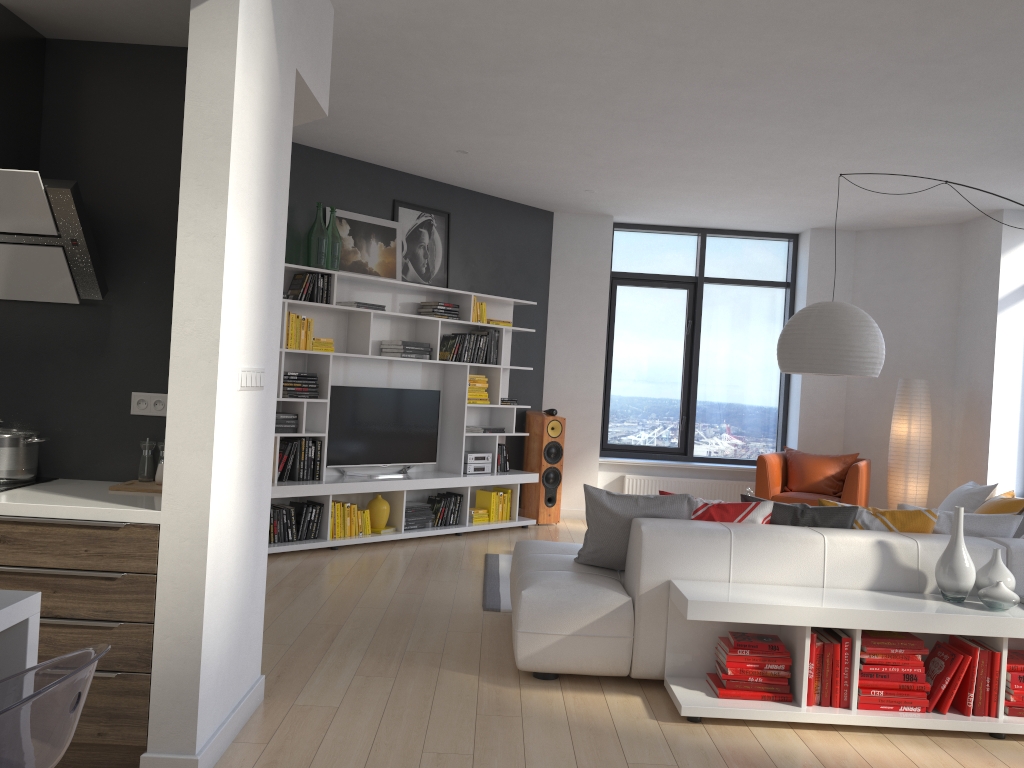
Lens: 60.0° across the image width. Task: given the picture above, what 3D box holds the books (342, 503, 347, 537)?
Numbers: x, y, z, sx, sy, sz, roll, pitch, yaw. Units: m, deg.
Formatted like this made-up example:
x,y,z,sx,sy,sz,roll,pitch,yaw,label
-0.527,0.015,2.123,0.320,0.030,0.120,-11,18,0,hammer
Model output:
x,y,z,sx,sy,sz,roll,pitch,yaw,label
-1.305,1.016,6.691,0.180,0.252,0.041,4,0,44,books

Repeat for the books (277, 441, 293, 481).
x,y,z,sx,sy,sz,roll,pitch,yaw,label
-1.721,0.556,6.435,0.232,0.284,0.142,4,0,44,books

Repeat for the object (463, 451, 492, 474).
x,y,z,sx,sy,sz,roll,pitch,yaw,label
-0.368,0.687,7.780,0.270,0.174,0.285,4,0,44,object

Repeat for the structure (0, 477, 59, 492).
x,y,z,sx,sy,sz,roll,pitch,yaw,label
-1.991,0.337,3.041,0.600,0.006,0.550,3,0,-1,structure

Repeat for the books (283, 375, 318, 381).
x,y,z,sx,sy,sz,roll,pitch,yaw,label
-1.605,-0.047,6.523,0.284,0.030,0.214,3,0,-37,books

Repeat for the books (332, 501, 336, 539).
x,y,z,sx,sy,sz,roll,pitch,yaw,label
-1.384,1.002,6.620,0.213,0.271,0.048,4,0,44,books

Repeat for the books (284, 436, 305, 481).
x,y,z,sx,sy,sz,roll,pitch,yaw,label
-1.609,0.547,6.534,0.237,0.314,0.034,4,0,44,books

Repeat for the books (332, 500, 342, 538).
x,y,z,sx,sy,sz,roll,pitch,yaw,label
-1.342,1.008,6.671,0.202,0.267,0.038,4,0,44,books

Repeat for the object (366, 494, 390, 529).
x,y,z,sx,sy,sz,roll,pitch,yaw,label
-1.053,0.998,6.965,0.185,0.257,0.185,3,0,22,object

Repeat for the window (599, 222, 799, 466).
x,y,z,sx,sy,sz,roll,pitch,yaw,label
1.895,-0.399,9.163,1.960,2.402,0.170,3,0,-1,window

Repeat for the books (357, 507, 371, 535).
x,y,z,sx,sy,sz,roll,pitch,yaw,label
-1.155,1.054,6.836,0.067,0.193,0.148,3,0,-45,books

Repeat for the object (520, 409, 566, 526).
x,y,z,sx,sy,sz,roll,pitch,yaw,label
0.263,0.765,8.374,0.290,1.088,0.434,3,0,-31,object

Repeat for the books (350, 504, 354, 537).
x,y,z,sx,sy,sz,roll,pitch,yaw,label
-1.259,1.025,6.725,0.169,0.240,0.043,4,0,43,books

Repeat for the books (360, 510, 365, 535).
x,y,z,sx,sy,sz,roll,pitch,yaw,label
-1.184,1.056,6.802,0.134,0.187,0.046,4,0,44,books

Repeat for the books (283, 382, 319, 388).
x,y,z,sx,sy,sz,roll,pitch,yaw,label
-1.594,0.005,6.504,0.284,0.030,0.214,3,0,-37,books

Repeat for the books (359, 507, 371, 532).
x,y,z,sx,sy,sz,roll,pitch,yaw,label
-1.144,1.054,6.860,0.149,0.193,0.046,4,0,45,books

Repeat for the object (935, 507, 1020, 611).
x,y,z,sx,sy,sz,roll,pitch,yaw,label
1.965,0.724,3.747,0.316,0.398,0.319,3,0,23,object

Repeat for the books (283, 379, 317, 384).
x,y,z,sx,sy,sz,roll,pitch,yaw,label
-1.596,-0.021,6.506,0.264,0.020,0.189,3,0,-42,books

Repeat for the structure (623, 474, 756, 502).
x,y,z,sx,sy,sz,roll,pitch,yaw,label
1.839,1.172,8.839,1.474,0.460,0.110,3,0,-1,structure

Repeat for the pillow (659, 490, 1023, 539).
x,y,z,sx,sy,sz,roll,pitch,yaw,label
1.816,0.803,4.352,2.250,0.449,0.575,3,0,-3,pillow

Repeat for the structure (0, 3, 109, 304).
x,y,z,sx,sy,sz,roll,pitch,yaw,label
-1.919,-0.814,3.124,0.898,0.998,0.407,3,0,-1,structure

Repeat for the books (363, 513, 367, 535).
x,y,z,sx,sy,sz,roll,pitch,yaw,label
-1.162,1.067,6.808,0.113,0.169,0.049,4,0,43,books

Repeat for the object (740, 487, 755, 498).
x,y,z,sx,sy,sz,roll,pitch,yaw,label
1.473,0.809,5.875,0.330,0.265,0.330,3,0,23,object

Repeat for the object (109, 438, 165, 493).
x,y,z,sx,sy,sz,roll,pitch,yaw,label
-1.250,0.225,3.230,0.330,0.316,0.221,3,0,-1,object

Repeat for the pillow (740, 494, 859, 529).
x,y,z,sx,sy,sz,roll,pitch,yaw,label
2.144,0.796,4.365,2.120,0.436,0.608,3,0,-5,pillow

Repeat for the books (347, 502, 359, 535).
x,y,z,sx,sy,sz,roll,pitch,yaw,label
-1.241,1.028,6.785,0.172,0.235,0.056,4,0,43,books

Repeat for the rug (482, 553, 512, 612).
x,y,z,sx,sy,sz,roll,pitch,yaw,label
0.972,1.352,5.902,2.326,0.016,1.662,3,0,-1,rug

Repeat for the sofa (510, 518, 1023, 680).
x,y,z,sx,sy,sz,roll,pitch,yaw,label
1.699,1.038,5.170,3.424,0.732,2.614,3,0,-1,sofa

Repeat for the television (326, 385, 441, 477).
x,y,z,sx,sy,sz,roll,pitch,yaw,label
-1.024,0.384,7.173,0.207,0.704,1.102,4,0,44,television

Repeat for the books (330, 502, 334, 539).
x,y,z,sx,sy,sz,roll,pitch,yaw,label
-1.396,1.002,6.578,0.204,0.270,0.029,4,0,44,books

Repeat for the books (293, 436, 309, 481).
x,y,z,sx,sy,sz,roll,pitch,yaw,label
-1.588,0.543,6.560,0.237,0.326,0.026,4,0,44,books

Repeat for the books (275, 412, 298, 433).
x,y,z,sx,sy,sz,roll,pitch,yaw,label
-1.757,0.275,6.389,0.277,0.137,0.343,4,0,44,books

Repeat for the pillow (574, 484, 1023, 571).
x,y,z,sx,sy,sz,roll,pitch,yaw,label
1.717,0.766,4.682,2.953,0.453,0.647,3,0,-13,pillow

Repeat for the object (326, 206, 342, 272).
x,y,z,sx,sy,sz,roll,pitch,yaw,label
-1.368,-1.091,6.718,0.157,0.507,0.157,3,0,-32,object

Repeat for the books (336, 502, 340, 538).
x,y,z,sx,sy,sz,roll,pitch,yaw,label
-1.364,1.010,6.650,0.198,0.258,0.066,4,0,44,books

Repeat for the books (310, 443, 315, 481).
x,y,z,sx,sy,sz,roll,pitch,yaw,label
-1.541,0.571,6.601,0.200,0.272,0.028,4,0,44,books

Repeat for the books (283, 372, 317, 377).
x,y,z,sx,sy,sz,roll,pitch,yaw,label
-1.583,-0.074,6.504,0.246,0.026,0.180,3,0,-38,books

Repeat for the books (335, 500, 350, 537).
x,y,z,sx,sy,sz,roll,pitch,yaw,label
-1.295,1.017,6.716,0.185,0.252,0.055,4,0,43,books

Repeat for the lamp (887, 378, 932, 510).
x,y,z,sx,sy,sz,roll,pitch,yaw,label
3.657,0.737,7.753,0.502,1.550,0.804,3,0,-41,lamp

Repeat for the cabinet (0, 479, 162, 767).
x,y,z,sx,sy,sz,roll,pitch,yaw,label
-2.086,-0.061,0.983,2.402,2.501,4.694,3,0,-1,cabinet

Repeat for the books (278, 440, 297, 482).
x,y,z,sx,sy,sz,roll,pitch,yaw,label
-1.672,0.556,6.460,0.210,0.289,0.100,4,0,43,books

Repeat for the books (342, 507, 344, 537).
x,y,z,sx,sy,sz,roll,pitch,yaw,label
-1.317,1.029,6.672,0.156,0.230,0.042,4,0,42,books

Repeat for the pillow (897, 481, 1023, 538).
x,y,z,sx,sy,sz,roll,pitch,yaw,label
2.530,0.815,5.156,0.580,0.456,2.156,3,0,25,pillow

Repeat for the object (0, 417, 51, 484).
x,y,z,sx,sy,sz,roll,pitch,yaw,label
-1.850,0.230,3.170,0.315,0.223,0.288,4,0,40,object

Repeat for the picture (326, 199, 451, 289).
x,y,z,sx,sy,sz,roll,pitch,yaw,label
-0.983,-1.165,7.257,0.076,0.707,1.279,4,0,44,picture

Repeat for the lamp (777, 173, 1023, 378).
x,y,z,sx,sy,sz,roll,pitch,yaw,label
2.943,0.154,4.506,3.199,2.647,0.710,4,0,35,lamp

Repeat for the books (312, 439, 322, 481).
x,y,z,sx,sy,sz,roll,pitch,yaw,label
-1.513,0.561,6.630,0.230,0.297,0.051,4,0,44,books

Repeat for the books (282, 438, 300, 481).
x,y,z,sx,sy,sz,roll,pitch,yaw,label
-1.627,0.555,6.508,0.213,0.301,0.028,4,0,44,books

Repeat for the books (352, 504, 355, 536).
x,y,z,sx,sy,sz,roll,pitch,yaw,label
-1.257,1.027,6.756,0.171,0.235,0.043,4,0,42,books

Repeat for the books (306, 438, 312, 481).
x,y,z,sx,sy,sz,roll,pitch,yaw,label
-1.567,0.550,6.581,0.239,0.315,0.034,4,0,44,books

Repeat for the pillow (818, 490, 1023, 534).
x,y,z,sx,sy,sz,roll,pitch,yaw,label
2.335,0.822,4.904,2.095,0.440,0.630,3,0,-44,pillow

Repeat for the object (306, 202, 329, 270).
x,y,z,sx,sy,sz,roll,pitch,yaw,label
-1.436,-1.095,6.567,0.157,0.507,0.157,3,0,-32,object
